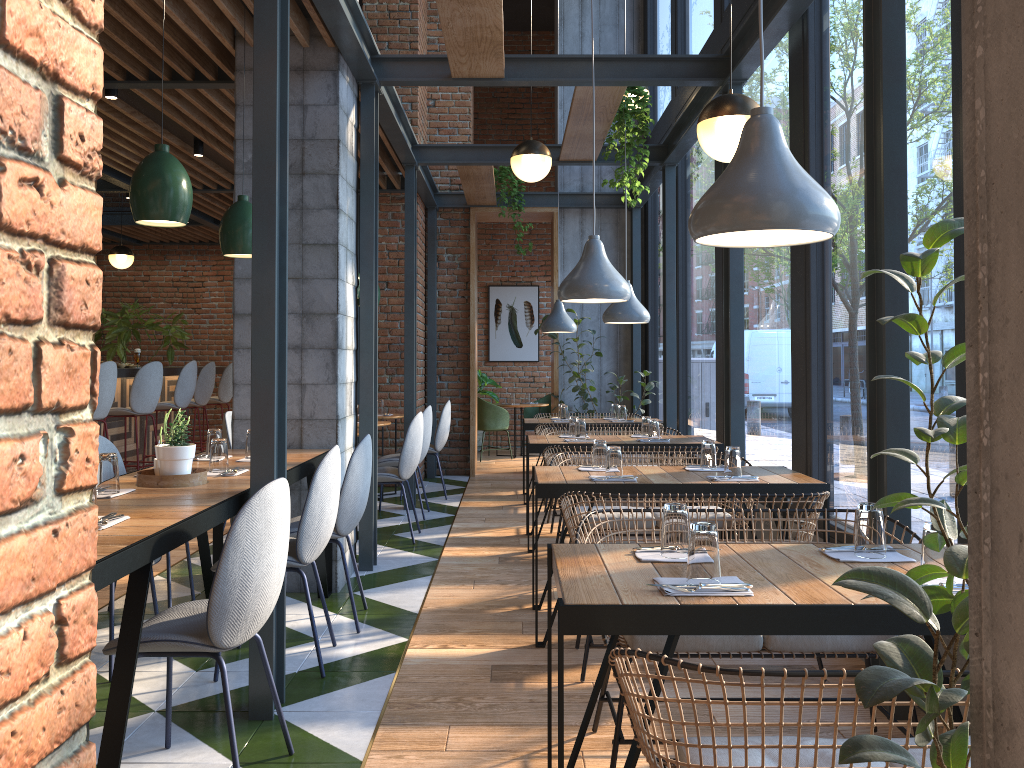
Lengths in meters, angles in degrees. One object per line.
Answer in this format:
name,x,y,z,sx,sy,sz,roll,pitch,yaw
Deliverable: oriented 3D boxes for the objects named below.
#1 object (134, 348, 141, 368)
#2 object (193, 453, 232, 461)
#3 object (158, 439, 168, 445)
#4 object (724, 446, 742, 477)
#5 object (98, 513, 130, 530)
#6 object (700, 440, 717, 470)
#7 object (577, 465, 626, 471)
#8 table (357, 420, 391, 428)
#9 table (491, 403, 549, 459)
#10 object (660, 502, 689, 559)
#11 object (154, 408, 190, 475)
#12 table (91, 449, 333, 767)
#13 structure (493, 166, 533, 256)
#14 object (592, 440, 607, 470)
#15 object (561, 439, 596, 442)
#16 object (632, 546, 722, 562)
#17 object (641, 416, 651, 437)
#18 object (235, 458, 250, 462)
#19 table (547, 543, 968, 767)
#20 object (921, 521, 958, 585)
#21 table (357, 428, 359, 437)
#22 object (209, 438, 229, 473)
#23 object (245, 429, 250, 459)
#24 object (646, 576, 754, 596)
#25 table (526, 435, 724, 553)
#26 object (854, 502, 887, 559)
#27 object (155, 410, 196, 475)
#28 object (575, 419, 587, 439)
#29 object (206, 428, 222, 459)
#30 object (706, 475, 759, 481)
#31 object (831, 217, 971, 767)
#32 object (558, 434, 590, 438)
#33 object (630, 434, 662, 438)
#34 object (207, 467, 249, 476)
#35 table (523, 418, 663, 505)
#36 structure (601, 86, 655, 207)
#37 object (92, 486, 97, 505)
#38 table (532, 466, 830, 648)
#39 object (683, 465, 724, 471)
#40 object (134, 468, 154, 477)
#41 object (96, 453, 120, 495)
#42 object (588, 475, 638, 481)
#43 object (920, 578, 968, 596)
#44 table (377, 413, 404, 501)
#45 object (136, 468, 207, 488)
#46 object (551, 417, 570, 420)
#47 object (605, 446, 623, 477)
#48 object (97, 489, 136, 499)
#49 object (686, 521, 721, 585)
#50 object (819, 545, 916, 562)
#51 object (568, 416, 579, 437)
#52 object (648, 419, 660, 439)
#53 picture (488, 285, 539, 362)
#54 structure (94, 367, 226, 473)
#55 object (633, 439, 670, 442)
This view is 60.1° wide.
object,-3.532,-0.244,8.352,0.070,0.183,0.070,0,-1,20
object,-1.447,0.350,4.259,0.157,0.019,0.242,0,1,0
object,-1.425,0.298,3.654,0.080,0.138,0.080,1,-1,-37
object,0.994,0.350,3.983,0.080,0.138,0.080,0,-1,3
object,-1.204,0.390,2.512,0.157,0.019,0.242,0,1,-1
object,0.952,0.342,4.294,0.080,0.138,0.080,0,-1,-25
object,0.439,0.408,4.317,0.242,0.019,0.157,0,1,-1
table,-1.324,0.685,7.111,0.699,0.748,0.699,0,0,42
table,0.084,0.608,11.681,0.807,0.688,0.807,0,0,-16
object,0.435,0.388,2.358,0.080,0.138,0.080,0,-1,-27
object,-1.332,0.236,3.448,0.115,0.282,0.127,0,-1,-4
table,-1.277,0.763,3.350,0.658,0.766,2.772,0,1,0
structure,-0.030,-1.832,9.324,0.513,0.970,0.664,0,-1,-8
object,0.427,0.342,4.295,0.080,0.138,0.080,0,-1,2
object,0.438,0.371,5.911,0.242,0.019,0.157,0,1,2
object,0.447,0.453,2.379,0.242,0.019,0.157,0,1,0
object,0.944,0.298,6.214,0.080,0.138,0.080,0,-1,-34
object,-1.208,0.351,4.202,0.157,0.019,0.242,0,1,0
table,0.737,0.820,2.218,1.271,0.707,0.658,0,0,0
object,0.996,0.394,2.070,0.080,0.138,0.080,0,-1,-27
table,-1.324,0.705,6.220,0.699,0.748,0.699,0,0,10
object,-1.222,0.297,3.697,0.080,0.138,0.080,0,-1,23
object,-1.232,0.284,4.225,0.080,0.138,0.080,1,-1,-37
object,0.426,0.461,2.045,0.242,0.019,0.157,0,1,0
table,0.737,0.730,6.049,1.271,0.707,0.658,0,0,0
object,0.953,0.388,2.358,0.080,0.138,0.080,0,-1,32
object,-1.268,0.241,3.338,0.146,0.277,0.145,0,-1,-19
object,0.460,0.304,5.936,0.080,0.138,0.080,0,-1,-25
object,-1.423,0.284,4.239,0.080,0.138,0.080,0,-1,23
object,0.973,0.416,3.958,0.242,0.019,0.157,0,1,0
object,0.902,0.443,1.245,0.859,1.499,0.897,0,-1,19
object,0.447,0.363,6.230,0.242,0.019,0.157,0,1,-1
object,0.953,0.363,6.235,0.242,0.019,0.157,0,1,3
object,-1.199,0.363,3.674,0.157,0.019,0.242,0,1,0
table,0.737,0.684,7.998,1.271,0.707,0.658,0,0,0
structure,0.791,-1.800,6.641,0.528,0.925,0.940,0,0,6
object,-1.228,0.324,2.534,0.080,0.138,0.080,0,-1,22
table,0.737,0.775,4.140,1.271,0.707,0.658,0,0,0
object,0.961,0.408,4.316,0.242,0.019,0.157,0,1,2
object,-1.448,0.363,3.673,0.157,0.019,0.242,0,1,0
object,-1.409,0.311,3.085,0.080,0.138,0.080,0,-1,-27
object,0.437,0.416,3.960,0.242,0.019,0.157,0,1,2
object,0.975,0.461,2.045,0.242,0.019,0.157,0,1,0
table,-1.324,0.661,8.124,0.699,0.748,0.699,0,0,-44
object,-1.297,0.356,3.381,0.251,0.046,0.253,-1,1,-26
object,0.475,0.318,8.183,0.242,0.019,0.157,0,1,3
object,0.459,0.350,3.984,0.080,0.138,0.080,0,-1,-25
object,-1.432,0.377,3.105,0.157,0.019,0.242,0,1,0
object,0.448,0.394,2.070,0.080,0.138,0.080,0,-1,-27
object,0.960,0.453,2.379,0.242,0.019,0.157,0,1,-1
object,0.436,0.298,6.208,0.080,0.138,0.080,0,-1,22
object,0.949,0.304,5.926,0.080,0.138,0.080,0,-1,-26
picture,0.027,-0.858,12.611,0.725,1.096,0.022,0,-1,0
structure,-4.839,0.333,8.302,2.916,1.397,4.919,0,1,0
object,0.927,0.371,5.901,0.242,0.019,0.157,0,1,1
